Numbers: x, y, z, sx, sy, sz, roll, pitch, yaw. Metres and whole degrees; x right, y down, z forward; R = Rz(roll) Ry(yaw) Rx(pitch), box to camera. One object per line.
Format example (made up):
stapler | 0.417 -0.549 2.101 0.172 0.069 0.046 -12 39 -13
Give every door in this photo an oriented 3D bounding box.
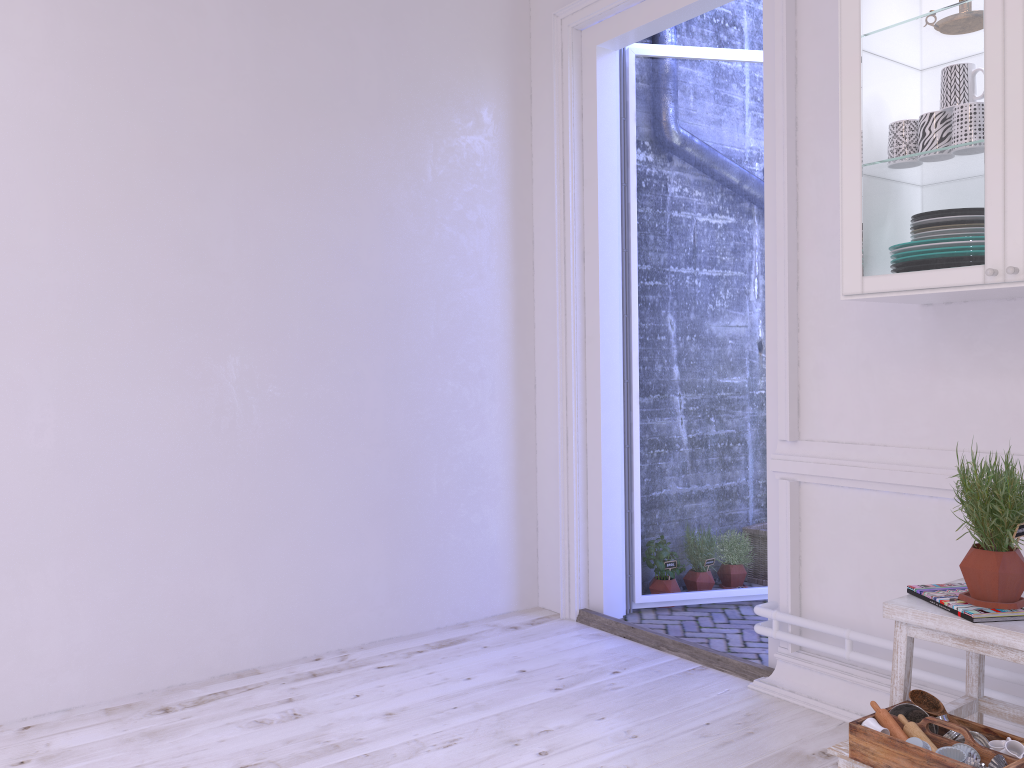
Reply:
door | 1.020 -0.251 3.636 1.021 2.474 1.009 -2 1 -36

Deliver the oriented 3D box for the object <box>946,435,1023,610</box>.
object | 1.046 0.288 1.907 0.186 0.367 0.196 -1 1 8

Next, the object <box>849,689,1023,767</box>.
object | 0.879 0.722 1.765 0.211 0.110 0.358 -2 1 -34

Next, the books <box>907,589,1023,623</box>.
books | 1.025 0.484 1.959 0.180 0.011 0.246 -1 1 -6

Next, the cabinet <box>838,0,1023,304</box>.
cabinet | 1.220 -0.872 2.041 0.425 1.311 0.823 -2 1 -36

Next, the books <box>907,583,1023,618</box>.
books | 1.025 0.475 1.959 0.180 0.007 0.246 -1 1 -6

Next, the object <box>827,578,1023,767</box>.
object | 1.037 0.758 1.901 0.599 0.534 0.418 -2 1 -36
